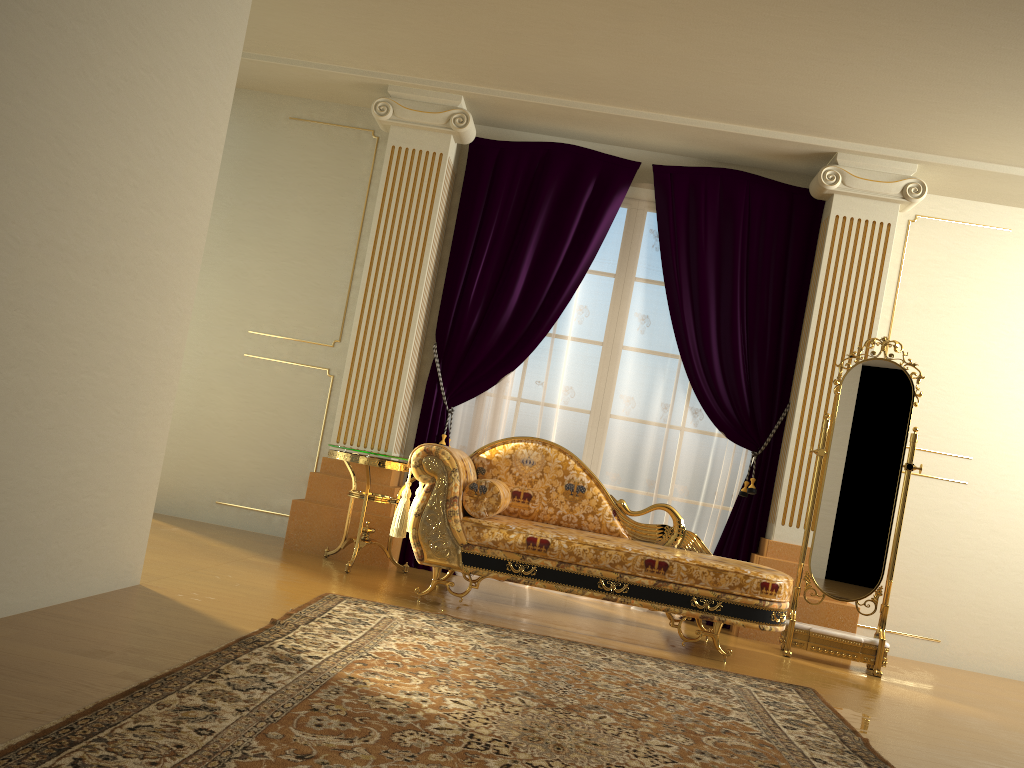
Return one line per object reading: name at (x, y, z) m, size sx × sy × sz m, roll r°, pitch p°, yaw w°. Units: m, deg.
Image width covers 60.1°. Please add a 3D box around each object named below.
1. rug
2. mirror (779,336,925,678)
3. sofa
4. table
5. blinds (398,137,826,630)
rug at (0.117, 0.930, 2.268) m, size 2.115 × 0.017 × 3.093 m, roll 10°, pitch -5°, yaw 5°
mirror at (1.764, 0.588, 4.514) m, size 0.540 × 1.696 × 0.244 m, roll 10°, pitch -1°, yaw 15°
sofa at (0.410, 0.741, 4.304) m, size 1.891 × 0.869 × 0.696 m, roll 10°, pitch -3°, yaw 5°
table at (-0.768, 0.690, 4.795) m, size 0.575 × 0.641 × 0.569 m, roll 13°, pitch -4°, yaw -40°
blinds at (0.572, -0.038, 5.291) m, size 2.232 × 2.647 × 0.340 m, roll 10°, pitch -1°, yaw 5°
